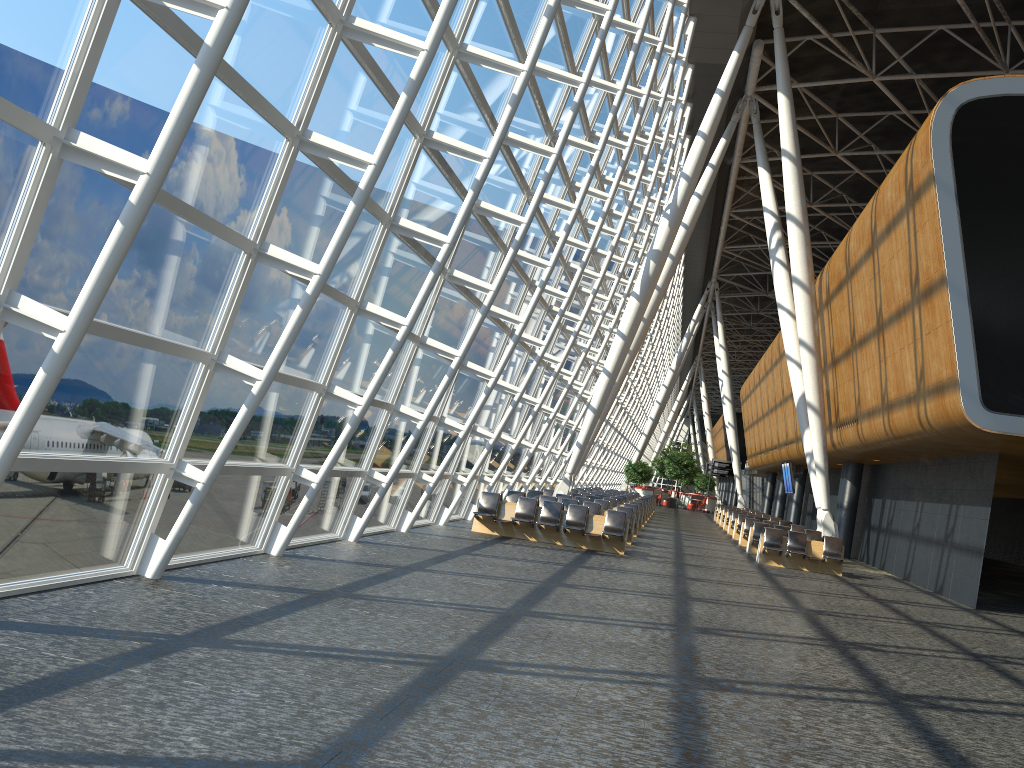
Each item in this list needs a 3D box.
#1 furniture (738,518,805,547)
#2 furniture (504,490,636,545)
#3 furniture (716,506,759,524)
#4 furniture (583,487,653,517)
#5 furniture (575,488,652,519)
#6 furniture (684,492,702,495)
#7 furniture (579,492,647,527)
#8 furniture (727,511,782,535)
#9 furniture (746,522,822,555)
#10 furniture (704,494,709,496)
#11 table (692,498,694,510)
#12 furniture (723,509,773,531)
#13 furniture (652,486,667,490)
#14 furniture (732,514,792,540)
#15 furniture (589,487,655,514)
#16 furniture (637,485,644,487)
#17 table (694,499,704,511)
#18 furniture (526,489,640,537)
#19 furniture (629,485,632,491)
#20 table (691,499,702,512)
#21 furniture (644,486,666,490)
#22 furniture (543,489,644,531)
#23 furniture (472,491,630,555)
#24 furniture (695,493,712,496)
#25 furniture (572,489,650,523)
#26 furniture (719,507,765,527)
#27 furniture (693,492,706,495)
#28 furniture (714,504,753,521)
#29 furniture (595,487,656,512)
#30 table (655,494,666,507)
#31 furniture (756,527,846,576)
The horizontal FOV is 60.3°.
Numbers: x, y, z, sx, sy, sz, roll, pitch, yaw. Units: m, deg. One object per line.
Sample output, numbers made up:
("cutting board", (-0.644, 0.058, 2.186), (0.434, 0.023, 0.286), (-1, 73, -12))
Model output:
("furniture", (7.944, 4.626, 26.846), (1.891, 0.869, 1.668), (7, -4, 11))
("furniture", (1.386, 3.265, 21.723), (3.242, 0.869, 1.668), (7, -4, 11))
("furniture", (10.671, 6.289, 41.596), (1.891, 0.869, 1.668), (7, -4, 11))
("furniture", (4.657, 5.261, 39.423), (3.242, 0.869, 1.668), (7, -4, 11))
("furniture", (4.112, 4.929, 36.473), (3.242, 0.869, 1.668), (7, -4, 11))
("furniture", (14.691, 9.426, 72.079), (2.849, 1.009, 0.883), (11, -3, -37))
("furniture", (3.021, 4.263, 30.573), (3.242, 0.869, 1.668), (7, -4, 11))
("furniture", (9.035, 5.291, 32.746), (1.891, 0.869, 1.668), (7, -4, 11))
("furniture", (7.399, 4.293, 23.896), (1.891, 0.869, 1.668), (7, -4, 11))
("furniture", (16.182, 9.856, 74.630), (0.886, 1.007, 2.841), (8, -4, 9))
("table", (12.334, 8.242, 60.746), (0.794, 0.750, 0.805), (7, -2, 27))
("furniture", (9.580, 5.624, 35.696), (1.891, 0.869, 1.668), (7, -4, 11))
("furniture", (17.266, 12.953, 107.636), (3.242, 0.869, 1.668), (7, -4, 11))
("furniture", (8.490, 4.959, 29.796), (1.891, 0.869, 1.668), (7, -4, 11))
("furniture", (5.203, 5.594, 42.373), (3.242, 0.869, 1.668), (7, -4, 11))
("furniture", (13.995, 10.957, 89.936), (3.242, 0.869, 1.668), (7, -4, 11))
("table", (12.310, 8.028, 58.321), (0.794, 0.750, 0.805), (7, -2, 27))
("furniture", (1.931, 3.598, 24.673), (3.242, 0.869, 1.668), (7, -4, 11))
("furniture", (12.359, 9.959, 81.086), (3.242, 0.869, 1.668), (7, -4, 11))
("table", (11.910, 7.843, 56.840), (0.794, 0.750, 0.805), (7, -2, 27))
("furniture", (12.513, 9.540, 76.888), (2.849, 1.009, 0.883), (11, -3, -37))
("furniture", (2.476, 3.931, 27.623), (3.242, 0.869, 1.668), (7, -4, 11))
("furniture", (0.840, 2.933, 18.773), (3.242, 0.869, 1.668), (7, -4, 11))
("furniture", (20.553, 12.318, 95.060), (1.891, 0.869, 1.668), (7, -4, 11))
("furniture", (3.567, 4.596, 33.523), (3.242, 0.869, 1.668), (7, -4, 11))
("furniture", (10.126, 5.956, 38.646), (1.891, 0.869, 1.668), (7, -4, 11))
("furniture", (22.189, 13.316, 103.910), (1.891, 0.869, 1.668), (7, -4, 11))
("furniture", (11.216, 6.622, 44.546), (1.891, 0.869, 1.668), (7, -4, 11))
("furniture", (5.748, 5.926, 45.323), (3.242, 0.869, 1.668), (7, -4, 11))
("table", (9.458, 7.489, 56.703), (0.802, 0.751, 0.796), (9, -2, -18))
("furniture", (6.854, 3.961, 20.946), (1.891, 0.869, 1.668), (7, -4, 11))
